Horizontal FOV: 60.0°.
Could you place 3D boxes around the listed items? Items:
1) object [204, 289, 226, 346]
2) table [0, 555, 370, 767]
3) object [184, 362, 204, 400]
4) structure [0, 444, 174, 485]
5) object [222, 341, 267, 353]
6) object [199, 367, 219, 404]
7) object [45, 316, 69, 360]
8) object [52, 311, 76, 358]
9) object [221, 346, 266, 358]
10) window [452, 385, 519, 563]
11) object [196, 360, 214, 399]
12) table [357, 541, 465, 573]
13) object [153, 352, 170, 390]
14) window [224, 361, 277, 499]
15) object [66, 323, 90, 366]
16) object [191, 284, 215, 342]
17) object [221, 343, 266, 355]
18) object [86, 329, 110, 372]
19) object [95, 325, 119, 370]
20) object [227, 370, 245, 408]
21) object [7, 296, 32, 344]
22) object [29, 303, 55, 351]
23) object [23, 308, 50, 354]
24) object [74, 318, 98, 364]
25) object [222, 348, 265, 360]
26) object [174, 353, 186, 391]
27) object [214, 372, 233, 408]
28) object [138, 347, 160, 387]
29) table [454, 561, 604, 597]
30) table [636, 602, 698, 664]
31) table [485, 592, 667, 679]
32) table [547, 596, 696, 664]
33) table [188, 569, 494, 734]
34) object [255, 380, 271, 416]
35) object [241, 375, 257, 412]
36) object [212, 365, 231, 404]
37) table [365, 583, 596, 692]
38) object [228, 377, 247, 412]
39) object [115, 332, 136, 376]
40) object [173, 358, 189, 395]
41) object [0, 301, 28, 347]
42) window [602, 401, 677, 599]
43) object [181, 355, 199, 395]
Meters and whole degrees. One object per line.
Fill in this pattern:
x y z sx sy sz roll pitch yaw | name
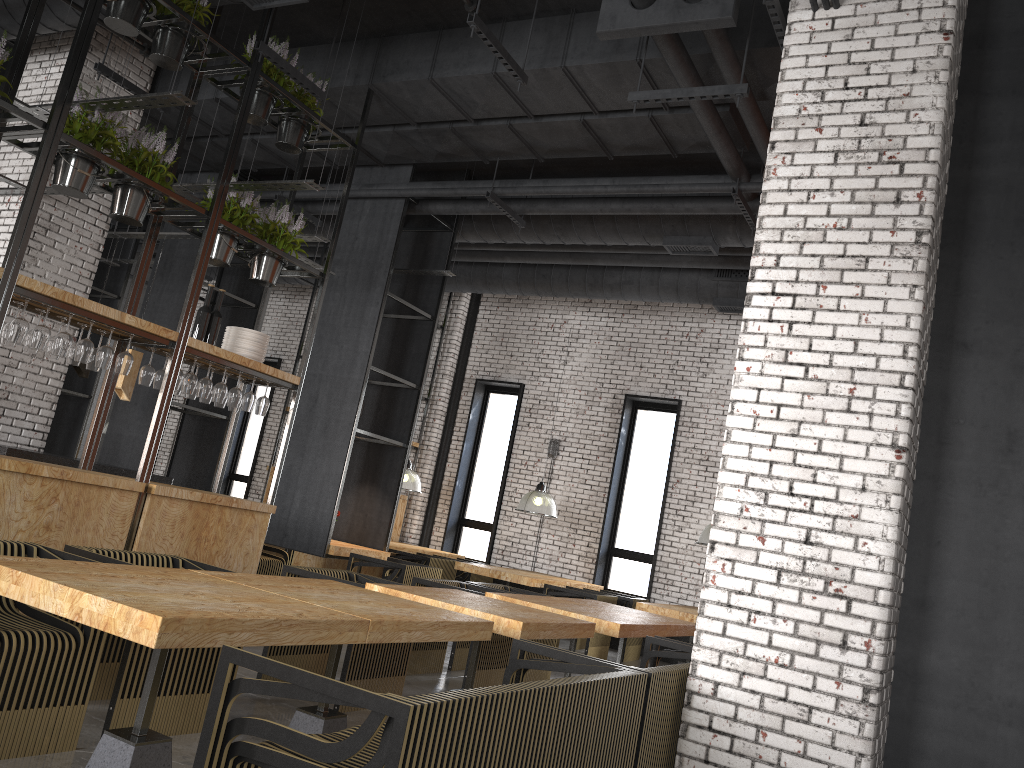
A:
-2.181 -0.466 6.502 0.098 0.473 0.098 13 -11 -8 | object
-1.271 1.099 3.100 1.001 0.766 0.992 6 -11 29 | table
-2.336 -0.022 6.517 0.101 0.268 0.100 13 -10 -7 | object
-6.505 0.385 7.232 5.881 1.539 4.292 6 -11 29 | structure
-2.046 -0.271 6.777 0.333 0.041 0.334 19 -12 -38 | object
-2.269 0.013 6.643 0.101 0.268 0.100 13 -10 -7 | object
-2.845 -0.288 5.553 0.101 0.268 0.100 2 -14 43 | object
-2.662 -0.296 5.288 0.101 0.268 0.100 2 -14 43 | object
-2.054 -0.233 6.770 0.334 0.040 0.333 12 -10 -7 | object
-0.358 1.335 13.159 0.749 2.708 0.363 5 -12 29 | window
-2.153 -0.031 6.252 0.101 0.268 0.100 13 -10 -7 | object
-1.643 2.495 11.737 1.001 0.766 2.107 6 -11 29 | table
-2.465 -0.089 6.273 0.100 0.268 0.101 16 -11 -24 | object
-4.523 0.898 15.474 0.749 2.708 0.363 5 -12 29 | window
-2.779 -0.253 5.679 0.101 0.268 0.100 2 -14 43 | object
-2.230 -0.491 6.409 0.098 0.473 0.098 13 -11 -8 | object
-2.051 -0.252 6.774 0.334 0.039 0.333 12 -10 -4 | object
-2.712 -0.218 5.805 0.101 0.268 0.100 2 -14 43 | object
-2.529 -0.227 5.541 0.101 0.268 0.100 2 -14 43 | object
-2.020 0.039 6.505 0.101 0.268 0.100 13 -10 -7 | object
-2.791 -0.364 5.044 0.101 0.268 0.100 2 -14 43 | object
-2.729 -0.331 5.162 0.101 0.268 0.100 2 -14 43 | object
-2.912 -0.322 5.427 0.101 0.268 0.100 2 -14 43 | object
-2.596 -0.262 5.414 0.101 0.268 0.100 2 -14 43 | object
-2.058 -0.214 6.767 0.334 0.037 0.333 12 -10 -4 | object
-2.274 -0.093 6.024 0.100 0.268 0.101 16 -11 -24 | object
-2.203 0.047 6.769 0.101 0.268 0.100 13 -10 -7 | object
-2.523 -0.120 6.163 0.100 0.268 0.101 16 -11 -24 | object
0.198 2.688 10.714 1.001 0.766 2.107 6 -11 29 | table
2.114 2.889 9.649 1.001 0.766 2.107 6 -11 29 | table
0.406 1.968 6.240 1.001 0.766 0.992 6 -11 29 | table
0.859 2.205 7.098 1.001 0.766 0.992 6 -11 29 | table
-0.818 1.336 3.958 1.001 0.766 0.992 6 -11 29 | table
-1.887 0.108 6.757 0.101 0.268 0.100 13 -10 -7 | object
-1.953 0.074 6.631 0.101 0.268 0.100 13 -10 -7 | object
-2.087 0.004 6.378 0.101 0.268 0.100 13 -10 -7 | object
-0.229 1.643 5.073 1.001 0.766 0.992 6 -11 29 | table
-2.136 0.082 6.895 0.101 0.268 0.100 13 -10 -7 | object
-2.463 -0.192 5.667 0.101 0.268 0.100 2 -14 43 | object
-2.403 -0.057 6.391 0.101 0.268 0.100 13 -10 -7 | object
-2.978 -0.357 5.301 0.101 0.268 0.100 2 -14 43 | object
1.751 1.557 11.987 0.749 2.708 0.363 5 -12 29 | window
-2.216 -0.063 6.134 0.100 0.268 0.101 16 -11 -24 | object
